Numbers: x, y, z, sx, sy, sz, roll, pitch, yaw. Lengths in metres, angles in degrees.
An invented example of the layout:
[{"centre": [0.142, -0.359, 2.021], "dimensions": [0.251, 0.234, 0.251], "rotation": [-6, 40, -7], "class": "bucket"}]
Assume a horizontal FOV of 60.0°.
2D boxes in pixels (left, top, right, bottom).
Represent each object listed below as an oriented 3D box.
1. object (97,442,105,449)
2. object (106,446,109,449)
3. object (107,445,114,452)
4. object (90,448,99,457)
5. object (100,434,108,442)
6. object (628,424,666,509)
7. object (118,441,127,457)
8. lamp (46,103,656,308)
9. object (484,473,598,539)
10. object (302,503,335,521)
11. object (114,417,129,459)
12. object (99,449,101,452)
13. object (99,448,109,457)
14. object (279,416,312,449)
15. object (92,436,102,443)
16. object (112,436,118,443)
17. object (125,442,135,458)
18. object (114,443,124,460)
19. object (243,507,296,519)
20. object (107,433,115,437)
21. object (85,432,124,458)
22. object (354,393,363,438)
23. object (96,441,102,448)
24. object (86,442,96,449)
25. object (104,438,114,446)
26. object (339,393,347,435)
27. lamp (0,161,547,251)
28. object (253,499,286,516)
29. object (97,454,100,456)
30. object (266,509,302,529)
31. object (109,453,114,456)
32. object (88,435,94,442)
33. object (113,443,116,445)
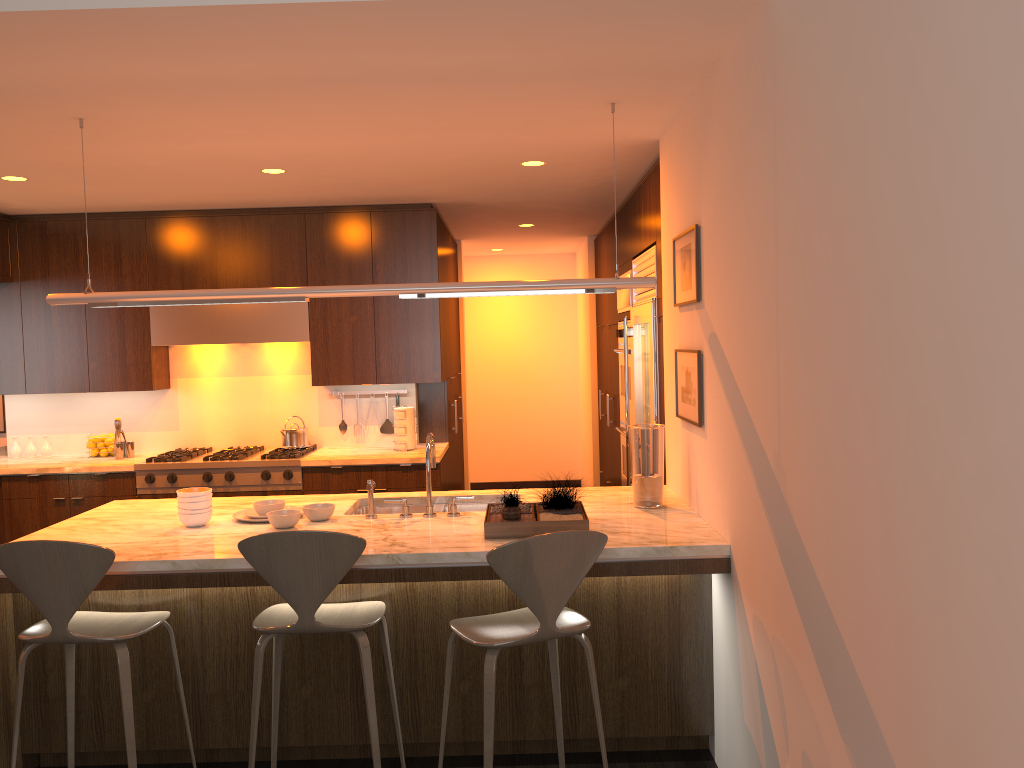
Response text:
[{"centre": [-2.859, 0.428, 6.168], "dimensions": [0.052, 0.053, 0.062], "rotation": [-1, 3, 5], "class": "object"}, {"centre": [-2.820, 0.438, 6.226], "dimensions": [0.062, 0.053, 0.051], "rotation": [1, 4, 41], "class": "object"}, {"centre": [-2.784, 0.451, 6.167], "dimensions": [0.052, 0.054, 0.061], "rotation": [-1, 3, 10], "class": "object"}, {"centre": [-2.899, 0.475, 6.161], "dimensions": [0.052, 0.057, 0.060], "rotation": [0, 3, 35], "class": "object"}, {"centre": [-2.865, 0.378, 6.215], "dimensions": [0.063, 0.053, 0.051], "rotation": [0, 3, 35], "class": "object"}, {"centre": [0.581, 0.351, 3.800], "dimensions": [0.159, 0.349, 0.159], "rotation": [-3, 3, -26], "class": "object"}, {"centre": [-2.697, 0.453, 6.149], "dimensions": [0.060, 0.106, 0.060], "rotation": [0, 3, 32], "class": "object"}, {"centre": [-0.660, -0.727, 3.619], "dimensions": [2.465, 0.765, 0.120], "rotation": [-2, 3, 0], "class": "lamp"}, {"centre": [0.145, 0.437, 3.490], "dimensions": [0.497, 0.231, 0.503], "rotation": [-2, 3, 0], "class": "object"}, {"centre": [-0.809, 0.540, 3.714], "dimensions": [0.139, 0.059, 0.138], "rotation": [0, 3, 26], "class": "object"}, {"centre": [-2.686, 0.368, 6.036], "dimensions": [0.088, 0.288, 0.101], "rotation": [0, 3, 30], "class": "object"}, {"centre": [-2.861, 0.472, 6.212], "dimensions": [0.052, 0.060, 0.057], "rotation": [1, 4, 39], "class": "object"}, {"centre": [-2.839, 0.479, 6.175], "dimensions": [0.064, 0.063, 0.074], "rotation": [-4, 3, -36], "class": "object"}, {"centre": [-1.520, 0.330, 6.206], "dimensions": [0.221, 0.218, 0.221], "rotation": [-2, 3, -15], "class": "object"}, {"centre": [-2.879, 0.385, 6.158], "dimensions": [0.063, 0.051, 0.053], "rotation": [-2, 3, -9], "class": "object"}, {"centre": [-2.797, 0.390, 6.236], "dimensions": [0.051, 0.053, 0.063], "rotation": [-4, 4, -44], "class": "object"}, {"centre": [-2.631, 0.453, 6.112], "dimensions": [0.060, 0.106, 0.060], "rotation": [0, 3, 32], "class": "object"}, {"centre": [-2.671, 0.458, 6.033], "dimensions": [0.060, 0.106, 0.060], "rotation": [0, 3, 32], "class": "object"}, {"centre": [-1.039, 0.557, 3.807], "dimensions": [0.217, 0.025, 0.216], "rotation": [-1, 3, 17], "class": "object"}, {"centre": [-2.840, 0.376, 6.288], "dimensions": [0.059, 0.060, 0.050], "rotation": [0, 3, 33], "class": "object"}, {"centre": [-2.858, 0.421, 6.226], "dimensions": [0.207, 0.175, 0.189], "rotation": [-2, 3, -2], "class": "object"}, {"centre": [-1.096, 0.224, 6.308], "dimensions": [0.066, 0.314, 0.004], "rotation": [-2, 3, 0], "class": "object"}, {"centre": [-2.896, 0.424, 6.210], "dimensions": [0.051, 0.053, 0.064], "rotation": [0, 3, 36], "class": "object"}, {"centre": [-2.920, 0.429, 6.158], "dimensions": [0.063, 0.051, 0.053], "rotation": [-2, 3, 2], "class": "object"}, {"centre": [-2.807, 0.405, 6.180], "dimensions": [0.061, 0.052, 0.053], "rotation": [-4, 4, -44], "class": "object"}, {"centre": [-1.203, 0.212, 6.305], "dimensions": [0.061, 0.296, 0.020], "rotation": [-2, 3, -1], "class": "object"}, {"centre": [-8.020, -1.115, 6.312], "dimensions": [16.431, 0.171, 5.868], "rotation": [-2, 3, 0], "class": "lamp"}, {"centre": [-1.040, 0.536, 3.806], "dimensions": [0.139, 0.059, 0.138], "rotation": [0, 3, 26], "class": "object"}, {"centre": [-2.920, 0.480, 6.215], "dimensions": [0.061, 0.053, 0.053], "rotation": [-2, 3, -14], "class": "object"}, {"centre": [-0.920, 0.549, 3.585], "dimensions": [0.139, 0.059, 0.138], "rotation": [0, 3, 26], "class": "object"}, {"centre": [-2.791, 0.477, 6.208], "dimensions": [0.063, 0.053, 0.051], "rotation": [1, 4, 41], "class": "object"}, {"centre": [-2.925, 0.389, 6.184], "dimensions": [0.057, 0.060, 0.052], "rotation": [-1, 3, 21], "class": "object"}, {"centre": [-2.790, 0.440, 6.235], "dimensions": [0.051, 0.055, 0.061], "rotation": [-1, 3, 12], "class": "object"}]
